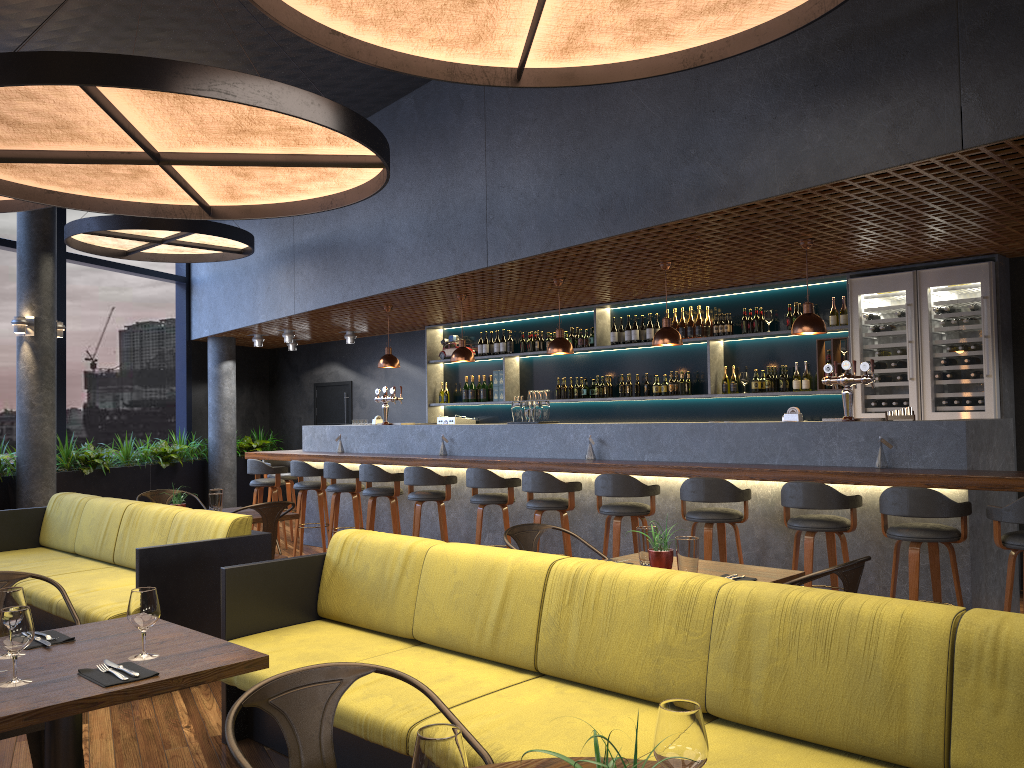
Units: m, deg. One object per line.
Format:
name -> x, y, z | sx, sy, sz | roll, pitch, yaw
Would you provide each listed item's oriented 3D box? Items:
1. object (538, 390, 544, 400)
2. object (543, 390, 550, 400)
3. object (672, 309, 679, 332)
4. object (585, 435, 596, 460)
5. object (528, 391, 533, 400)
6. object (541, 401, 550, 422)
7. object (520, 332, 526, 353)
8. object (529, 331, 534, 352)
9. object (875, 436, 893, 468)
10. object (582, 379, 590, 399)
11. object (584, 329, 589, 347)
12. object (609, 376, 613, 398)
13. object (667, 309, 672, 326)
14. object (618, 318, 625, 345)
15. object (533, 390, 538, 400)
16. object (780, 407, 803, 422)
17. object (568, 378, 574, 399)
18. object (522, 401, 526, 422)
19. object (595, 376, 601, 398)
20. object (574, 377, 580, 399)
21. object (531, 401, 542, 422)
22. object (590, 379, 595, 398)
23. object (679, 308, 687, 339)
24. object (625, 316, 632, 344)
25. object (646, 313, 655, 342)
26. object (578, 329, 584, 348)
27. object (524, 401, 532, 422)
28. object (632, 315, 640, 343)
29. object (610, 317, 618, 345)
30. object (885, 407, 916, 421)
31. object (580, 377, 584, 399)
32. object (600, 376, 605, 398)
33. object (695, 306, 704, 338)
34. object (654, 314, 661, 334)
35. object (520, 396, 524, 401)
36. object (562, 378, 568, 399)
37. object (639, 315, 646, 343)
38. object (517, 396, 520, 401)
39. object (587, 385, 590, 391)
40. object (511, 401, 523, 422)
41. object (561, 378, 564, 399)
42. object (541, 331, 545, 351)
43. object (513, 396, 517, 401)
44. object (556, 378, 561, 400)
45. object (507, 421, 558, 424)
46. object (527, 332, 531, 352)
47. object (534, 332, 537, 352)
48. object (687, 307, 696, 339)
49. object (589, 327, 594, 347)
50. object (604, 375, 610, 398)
object -> 0.352, 0.134, 10.636 | 0.084, 0.119, 0.084 | -1, -2, -1
object -> 0.415, 0.131, 10.575 | 0.084, 0.119, 0.084 | -1, -2, -1
object -> 1.707, -0.623, 9.265 | 0.084, 0.330, 0.084 | 1, -3, -39
object -> 0.660, 0.529, 7.398 | 0.114, 0.203, 0.069 | -2, -2, 33
object -> 0.229, 0.141, 10.755 | 0.084, 0.119, 0.084 | -1, -2, -1
object -> 0.299, 0.261, 8.199 | 0.105, 0.209, 0.105 | -1, -2, -11
object -> 0.135, -0.503, 10.763 | 0.063, 0.254, 0.063 | -2, -2, 26
object -> 0.237, -0.507, 10.704 | 0.063, 0.254, 0.063 | -2, -2, 16
object -> 2.393, 0.440, 5.728 | 0.114, 0.203, 0.069 | -1, -2, -11
object -> 0.841, 0.057, 10.138 | 0.088, 0.224, 0.088 | 0, -2, -31
object -> 0.858, -0.518, 10.186 | 0.068, 0.217, 0.068 | 1, -3, -41
object -> 1.105, 0.032, 9.994 | 0.063, 0.254, 0.063 | -2, -2, 16
object -> 1.639, -0.619, 9.329 | 0.084, 0.330, 0.084 | 1, -3, -39
object -> 1.219, -0.582, 9.878 | 0.085, 0.310, 0.086 | 0, -2, -31
object -> 0.290, 0.137, 10.696 | 0.084, 0.119, 0.084 | -1, -2, -1
object -> 1.778, 0.230, 6.613 | 0.766, 0.106, 0.200 | -3, -3, 44
object -> 0.693, 0.053, 10.389 | 0.063, 0.254, 0.063 | -1, -2, 1
object -> 0.132, 0.269, 8.356 | 0.105, 0.209, 0.105 | -1, -2, -11
object -> 0.970, 0.035, 10.020 | 0.063, 0.254, 0.063 | 0, -2, -28
object -> 0.755, 0.048, 10.273 | 0.063, 0.254, 0.063 | 0, -2, -18
object -> 0.224, 0.259, 8.111 | 0.105, 0.209, 0.105 | -1, -2, -11
object -> 0.940, 0.057, 10.200 | 0.088, 0.224, 0.088 | -2, -2, 19
object -> 1.774, -0.626, 9.199 | 0.084, 0.330, 0.084 | 1, -3, -39
object -> 1.276, -0.589, 9.697 | 0.085, 0.310, 0.086 | -1, -2, -12
object -> 1.482, -0.600, 9.497 | 0.085, 0.310, 0.086 | -1, -2, -12
object -> 0.788, -0.519, 10.124 | 0.068, 0.217, 0.068 | -2, -2, 29
object -> 0.168, 0.265, 8.238 | 0.105, 0.209, 0.105 | -1, -2, -11
object -> 1.341, -0.593, 9.630 | 0.085, 0.310, 0.086 | 0, -2, -19
object -> 1.133, -0.582, 9.830 | 0.085, 0.310, 0.086 | 0, -2, -19
object -> 2.553, 0.196, 5.834 | 0.177, 0.091, 0.091 | -2, -2, 19
object -> 0.814, 0.049, 10.339 | 0.063, 0.254, 0.063 | -2, -2, 16
object -> 1.032, 0.036, 10.072 | 0.063, 0.254, 0.063 | -1, -2, -13
object -> 1.915, -0.634, 9.060 | 0.084, 0.330, 0.084 | 1, -3, -39
object -> 1.565, -0.600, 9.549 | 0.085, 0.310, 0.086 | -1, -2, -5
object -> 0.122, 0.175, 10.833 | 0.042, 0.059, 0.042 | -1, -2, 6
object -> 0.616, 0.052, 10.327 | 0.063, 0.254, 0.063 | -2, -2, 31
object -> 1.427, -0.593, 9.679 | 0.085, 0.310, 0.086 | 0, -2, -35
object -> 0.080, 0.176, 10.823 | 0.042, 0.059, 0.042 | -1, -2, 6
object -> 0.854, 0.061, 10.252 | 0.088, 0.224, 0.088 | -1, -2, 9
object -> 0.048, 0.268, 8.286 | 0.105, 0.209, 0.105 | -1, -2, -11
object -> 0.604, 0.058, 10.475 | 0.063, 0.254, 0.063 | -2, -3, 36
object -> 0.364, -0.509, 10.708 | 0.063, 0.254, 0.063 | -1, -2, -8
object -> 0.038, 0.180, 10.914 | 0.042, 0.059, 0.042 | -1, -2, 6
object -> 0.544, 0.056, 10.397 | 0.063, 0.254, 0.063 | -2, -2, 16
object -> 0.192, 0.360, 8.250 | 0.437, 0.019, 0.273 | -3, -3, 44
object -> 0.218, -0.502, 10.833 | 0.063, 0.254, 0.063 | -2, -2, 21
object -> 0.286, -0.505, 10.771 | 0.063, 0.254, 0.063 | -2, -2, 16
object -> 1.844, -0.630, 9.125 | 0.084, 0.330, 0.084 | 1, -3, -39
object -> 0.913, -0.527, 10.043 | 0.088, 0.224, 0.088 | 0, -2, -31
object -> 1.064, 0.030, 9.919 | 0.063, 0.254, 0.063 | -1, -2, -4
